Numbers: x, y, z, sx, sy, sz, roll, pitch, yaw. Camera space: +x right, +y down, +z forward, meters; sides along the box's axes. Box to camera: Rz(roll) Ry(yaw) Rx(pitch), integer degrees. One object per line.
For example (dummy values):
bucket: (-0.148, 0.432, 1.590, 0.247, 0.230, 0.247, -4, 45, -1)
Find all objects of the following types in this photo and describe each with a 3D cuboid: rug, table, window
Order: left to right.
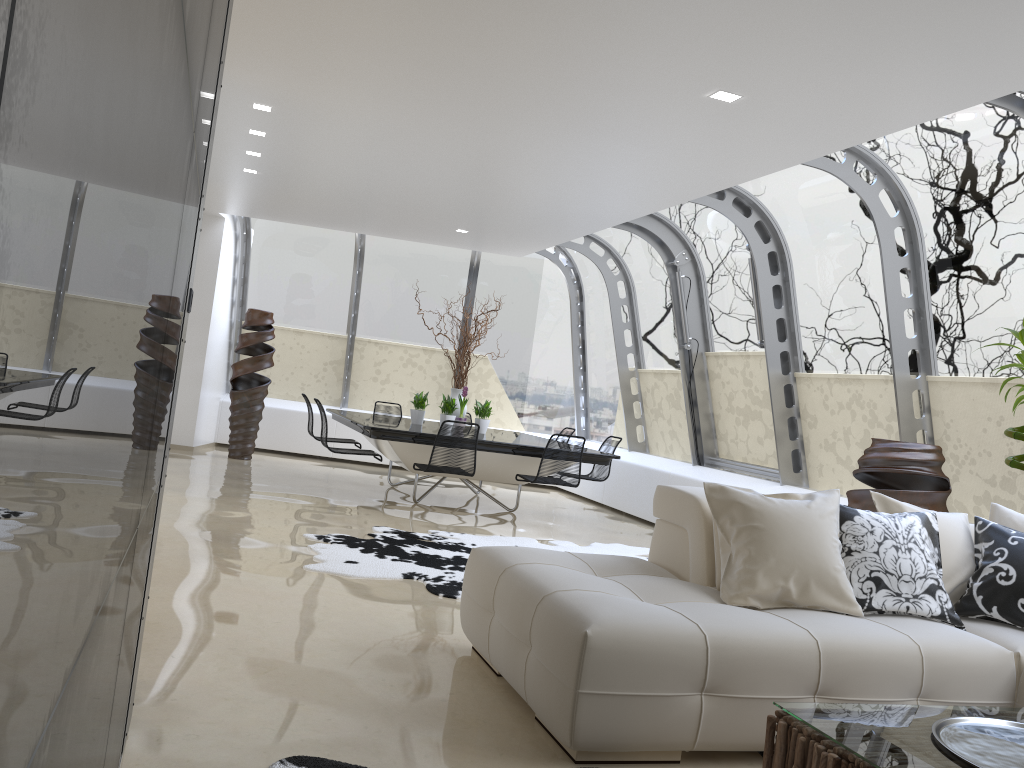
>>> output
window: (-4.102, -0.743, 5.399, 16.693, 3.674, 16.171, 8, -1, -13)
table: (-0.629, 0.868, 9.534, 2.494, 0.759, 3.031, 8, -1, -19)
rug: (0.124, 1.291, 6.220, 3.220, 0.008, 2.705, 8, -1, -19)
rug: (1.114, 1.354, 2.181, 2.739, 0.008, 2.740, 8, -1, -33)
table: (1.284, 1.169, 2.204, 1.007, 0.448, 0.923, 8, -1, -18)

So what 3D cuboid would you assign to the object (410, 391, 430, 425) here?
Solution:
object: (-0.998, 0.250, 9.563, 0.215, 0.369, 0.284, 7, -1, 20)

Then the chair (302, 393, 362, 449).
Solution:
chair: (-1.999, 0.407, 9.792, 0.688, 0.519, 0.446, 8, -1, -19)

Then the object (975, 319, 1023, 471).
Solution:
object: (1.530, 0.210, 2.283, 0.673, 1.546, 0.584, 7, -1, 20)

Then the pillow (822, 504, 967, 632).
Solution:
pillow: (1.596, 0.765, 3.806, 0.604, 0.471, 0.394, 8, -1, -3)

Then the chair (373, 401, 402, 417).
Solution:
chair: (-1.489, 0.495, 10.856, 0.446, 0.519, 0.688, 8, -1, -19)

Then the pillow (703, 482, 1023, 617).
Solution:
pillow: (2.465, 0.841, 3.214, 3.322, 0.530, 1.656, 7, -1, 42)

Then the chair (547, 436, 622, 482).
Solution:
chair: (0.768, 0.776, 9.382, 0.688, 0.519, 0.446, 8, -1, -19)

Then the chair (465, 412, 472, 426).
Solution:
chair: (-0.620, 0.618, 11.150, 0.446, 0.519, 0.688, 8, -1, -19)

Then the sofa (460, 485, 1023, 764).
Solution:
sofa: (1.961, 1.047, 2.691, 3.257, 0.866, 4.169, 8, -1, -19)

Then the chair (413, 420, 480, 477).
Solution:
chair: (-0.563, 0.568, 7.867, 0.446, 0.519, 0.688, 8, -1, -19)

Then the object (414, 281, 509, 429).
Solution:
object: (-0.655, -0.301, 9.538, 1.031, 1.549, 1.135, 8, -1, -26)

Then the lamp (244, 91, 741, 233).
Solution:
lamp: (-3.512, -2.176, 3.522, 9.775, 0.004, 9.928, 8, -1, -18)

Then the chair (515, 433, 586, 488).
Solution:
chair: (0.373, 0.701, 8.184, 0.446, 0.519, 0.688, 8, -1, -19)

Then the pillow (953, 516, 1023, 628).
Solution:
pillow: (2.249, 0.865, 3.821, 0.599, 0.483, 0.405, 7, -1, 40)

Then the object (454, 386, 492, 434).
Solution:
object: (-0.382, 0.280, 9.454, 0.417, 0.476, 0.238, 8, -1, 10)

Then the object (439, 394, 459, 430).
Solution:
object: (-0.667, 0.288, 9.218, 0.215, 0.369, 0.284, 7, -1, 15)

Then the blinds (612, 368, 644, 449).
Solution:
blinds: (1.373, 0.867, 11.829, 0.663, 2.118, 1.829, 8, -1, -19)

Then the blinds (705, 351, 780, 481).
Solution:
blinds: (2.314, 0.309, 8.686, 0.387, 1.214, 1.376, 8, -1, -19)

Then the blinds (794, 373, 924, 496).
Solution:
blinds: (2.816, 0.447, 7.237, 0.329, 1.027, 1.430, 8, -1, -19)

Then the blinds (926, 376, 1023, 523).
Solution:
blinds: (3.305, 0.487, 5.778, 0.329, 1.027, 1.430, 8, -1, -19)

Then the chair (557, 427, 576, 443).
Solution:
chair: (0.363, 0.742, 10.592, 0.688, 0.519, 0.446, 8, -1, -19)

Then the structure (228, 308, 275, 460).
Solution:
structure: (-3.197, 0.010, 10.822, 0.498, 1.843, 0.493, 8, -1, -7)

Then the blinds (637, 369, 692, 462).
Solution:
blinds: (1.838, 0.365, 10.156, 0.329, 1.027, 1.430, 8, -1, -19)

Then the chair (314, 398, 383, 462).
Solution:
chair: (-1.594, 0.441, 8.582, 0.688, 0.519, 0.446, 8, -1, -19)

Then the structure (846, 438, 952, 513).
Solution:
structure: (2.430, 0.988, 5.659, 0.672, 1.258, 0.674, 9, -1, -42)
